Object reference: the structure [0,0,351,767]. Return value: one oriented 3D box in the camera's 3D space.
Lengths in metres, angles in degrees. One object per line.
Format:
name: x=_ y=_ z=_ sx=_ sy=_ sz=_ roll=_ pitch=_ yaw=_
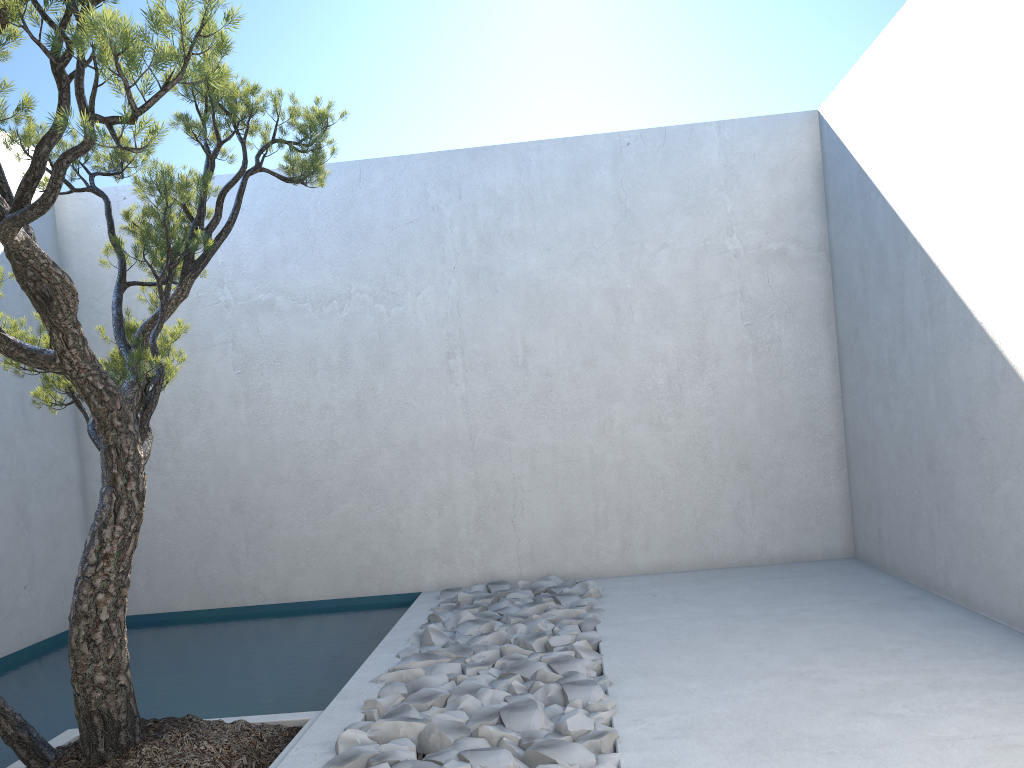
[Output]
structure: x=-1.679 y=-0.219 z=2.577 sx=2.585 sy=3.472 sz=2.520 roll=-5 pitch=0 yaw=-4
